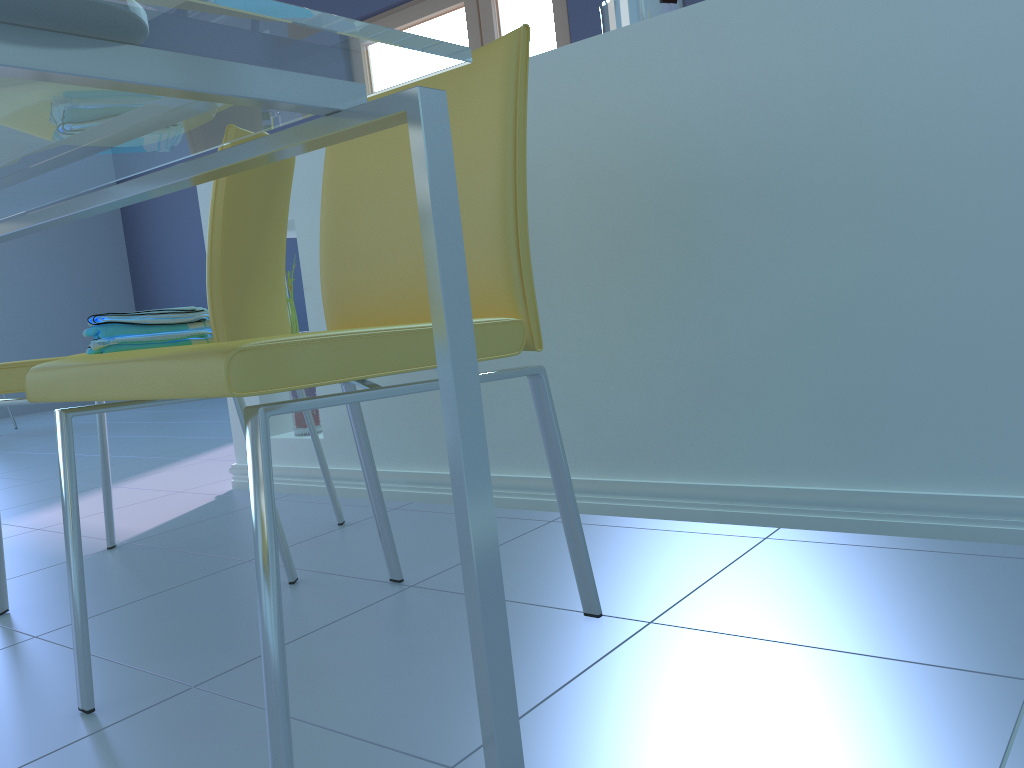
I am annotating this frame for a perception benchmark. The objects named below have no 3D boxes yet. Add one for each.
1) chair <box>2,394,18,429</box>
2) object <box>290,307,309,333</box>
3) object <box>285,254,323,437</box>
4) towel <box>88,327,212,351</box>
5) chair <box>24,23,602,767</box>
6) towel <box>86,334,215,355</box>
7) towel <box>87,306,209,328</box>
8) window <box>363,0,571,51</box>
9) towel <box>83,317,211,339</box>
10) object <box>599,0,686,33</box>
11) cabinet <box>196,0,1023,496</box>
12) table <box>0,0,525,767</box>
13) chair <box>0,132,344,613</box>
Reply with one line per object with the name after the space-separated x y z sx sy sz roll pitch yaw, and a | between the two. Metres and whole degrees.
-2.876 -0.065 4.539 0.484 0.699 0.387 -8 6 -16 | chair
-0.570 -0.107 2.323 0.090 0.427 0.054 -8 6 -20 | object
-0.506 -0.090 2.083 0.067 0.423 0.229 -9 6 -21 | object
-0.606 -0.078 1.489 0.195 0.024 0.201 -9 6 -27 | towel
-0.212 -0.032 0.991 0.387 0.695 0.484 -2 7 40 | chair
-0.603 -0.066 1.495 0.195 0.024 0.201 -10 6 -32 | towel
-0.605 -0.110 1.486 0.195 0.033 0.190 -9 6 -25 | towel
-0.260 -1.360 4.490 1.475 1.263 0.142 -2 7 38 | window
-0.606 -0.094 1.490 0.195 0.027 0.192 -10 6 -31 | towel
0.244 -0.646 1.625 0.170 0.106 0.157 -4 6 21 | object
0.649 -0.319 2.493 2.139 0.800 2.200 -2 7 38 | cabinet
-0.682 0.098 0.798 1.173 0.590 0.730 -2 7 38 | table
-0.583 -0.038 1.502 0.484 0.695 0.387 -6 5 2 | chair
